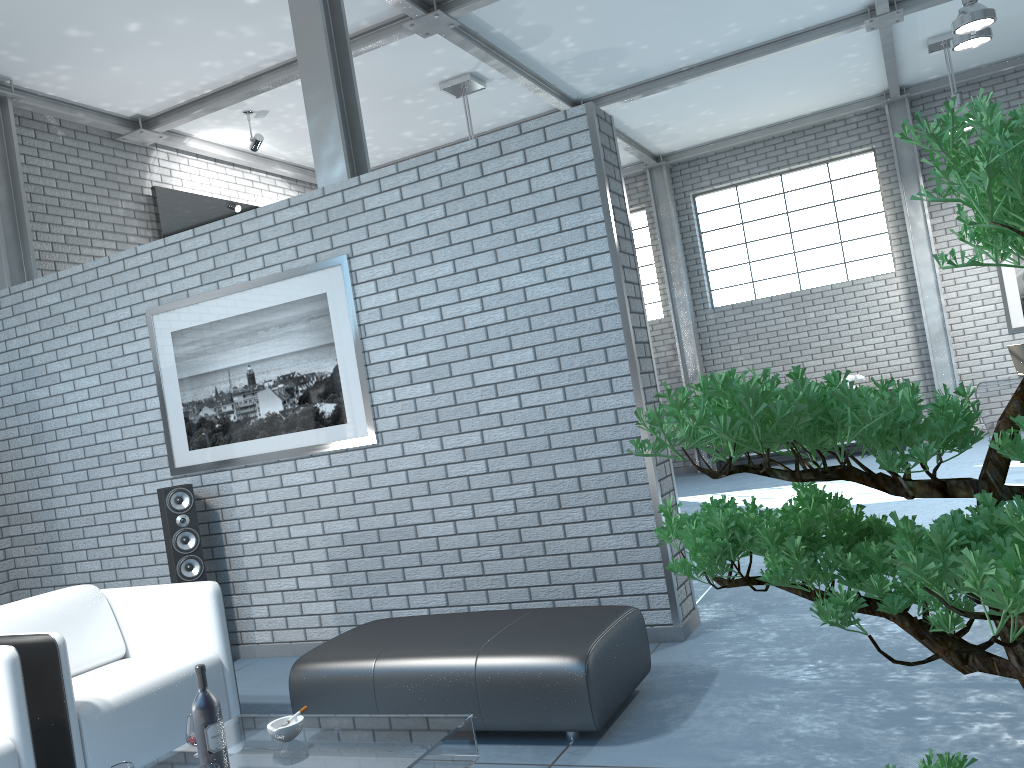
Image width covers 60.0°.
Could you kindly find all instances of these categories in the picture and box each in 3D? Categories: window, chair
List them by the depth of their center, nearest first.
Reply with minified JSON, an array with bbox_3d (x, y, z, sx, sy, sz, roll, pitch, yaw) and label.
[{"bbox_3d":[-2.157,1.233,2.780,0.919,0.661,0.767,-10,-2,23],"label":"chair"},{"bbox_3d":[-1.741,1.187,3.574,0.919,0.661,0.767,-10,-2,28],"label":"chair"},{"bbox_3d":[3.433,-1.861,10.910,2.200,1.500,0.100,-10,-2,25],"label":"window"},{"bbox_3d":[0.942,-1.413,12.108,2.200,1.500,0.100,-10,-2,25],"label":"window"}]

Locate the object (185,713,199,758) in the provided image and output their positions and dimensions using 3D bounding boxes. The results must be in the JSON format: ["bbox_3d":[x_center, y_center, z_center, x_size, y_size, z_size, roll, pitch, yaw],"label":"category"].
[{"bbox_3d":[-0.925,1.041,2.639,0.089,0.120,0.089,-9,-2,-9],"label":"object"}]

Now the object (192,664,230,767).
[{"bbox_3d":[-0.821,0.917,2.399,0.079,0.316,0.079,-8,-2,-32],"label":"object"}]

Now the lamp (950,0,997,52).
[{"bbox_3d":[3.026,-2.766,5.966,0.300,0.872,0.639,-10,-2,25],"label":"lamp"}]

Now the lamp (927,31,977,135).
[{"bbox_3d":[4.221,-2.890,8.495,0.300,0.872,0.639,-10,-2,25],"label":"lamp"}]

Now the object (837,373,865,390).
[{"bbox_3d":[3.859,0.024,10.258,0.151,0.244,0.496,-8,-2,-40],"label":"object"}]

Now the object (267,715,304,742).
[{"bbox_3d":[-0.668,1.030,2.633,0.108,0.056,0.108,-10,-2,22],"label":"object"}]

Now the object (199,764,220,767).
[{"bbox_3d":[-0.734,0.995,2.154,0.089,0.120,0.089,-9,-2,-9],"label":"object"}]

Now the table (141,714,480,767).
[{"bbox_3d":[-0.683,1.206,2.376,0.900,0.300,0.900,-10,-2,25],"label":"table"}]

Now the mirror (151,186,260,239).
[{"bbox_3d":[-1.999,-0.006,8.916,0.050,3.500,3.400,-10,-2,25],"label":"mirror"}]

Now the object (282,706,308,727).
[{"bbox_3d":[-0.656,1.019,2.673,0.024,0.052,0.128,-10,-2,19],"label":"object"}]

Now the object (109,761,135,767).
[{"bbox_3d":[-0.999,1.042,2.279,0.089,0.120,0.089,-9,-2,-9],"label":"object"}]

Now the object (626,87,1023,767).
[{"bbox_3d":[0.525,0.411,0.471,0.586,1.362,1.032,-9,-2,-15],"label":"object"}]

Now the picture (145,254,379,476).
[{"bbox_3d":[-1.449,-0.066,4.990,1.490,1.015,0.020,-10,-2,25],"label":"picture"}]

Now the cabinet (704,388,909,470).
[{"bbox_3d":[3.450,0.566,10.480,2.250,0.682,0.510,-10,-2,25],"label":"cabinet"}]

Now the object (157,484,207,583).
[{"bbox_3d":[-1.821,1.094,4.993,0.159,1.045,0.254,-8,-2,-30],"label":"object"}]

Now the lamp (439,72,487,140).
[{"bbox_3d":[-0.354,-2.158,7.592,0.300,0.872,0.639,-10,-2,25],"label":"lamp"}]

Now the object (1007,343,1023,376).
[{"bbox_3d":[4.560,-0.229,7.656,0.320,0.288,0.380,-9,-2,0],"label":"object"}]

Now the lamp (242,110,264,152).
[{"bbox_3d":[-2.206,-2.138,7.510,0.137,0.311,0.166,-8,-2,-40],"label":"lamp"}]

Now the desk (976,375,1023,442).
[{"bbox_3d":[4.714,0.253,7.560,0.593,0.718,1.358,-9,-2,-10],"label":"desk"}]

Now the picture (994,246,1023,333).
[{"bbox_3d":[6.053,-1.177,9.473,1.490,1.015,0.020,-10,-2,25],"label":"picture"}]

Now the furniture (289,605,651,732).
[{"bbox_3d":[-0.168,1.102,3.500,1.291,0.301,0.685,-10,-2,25],"label":"furniture"}]
